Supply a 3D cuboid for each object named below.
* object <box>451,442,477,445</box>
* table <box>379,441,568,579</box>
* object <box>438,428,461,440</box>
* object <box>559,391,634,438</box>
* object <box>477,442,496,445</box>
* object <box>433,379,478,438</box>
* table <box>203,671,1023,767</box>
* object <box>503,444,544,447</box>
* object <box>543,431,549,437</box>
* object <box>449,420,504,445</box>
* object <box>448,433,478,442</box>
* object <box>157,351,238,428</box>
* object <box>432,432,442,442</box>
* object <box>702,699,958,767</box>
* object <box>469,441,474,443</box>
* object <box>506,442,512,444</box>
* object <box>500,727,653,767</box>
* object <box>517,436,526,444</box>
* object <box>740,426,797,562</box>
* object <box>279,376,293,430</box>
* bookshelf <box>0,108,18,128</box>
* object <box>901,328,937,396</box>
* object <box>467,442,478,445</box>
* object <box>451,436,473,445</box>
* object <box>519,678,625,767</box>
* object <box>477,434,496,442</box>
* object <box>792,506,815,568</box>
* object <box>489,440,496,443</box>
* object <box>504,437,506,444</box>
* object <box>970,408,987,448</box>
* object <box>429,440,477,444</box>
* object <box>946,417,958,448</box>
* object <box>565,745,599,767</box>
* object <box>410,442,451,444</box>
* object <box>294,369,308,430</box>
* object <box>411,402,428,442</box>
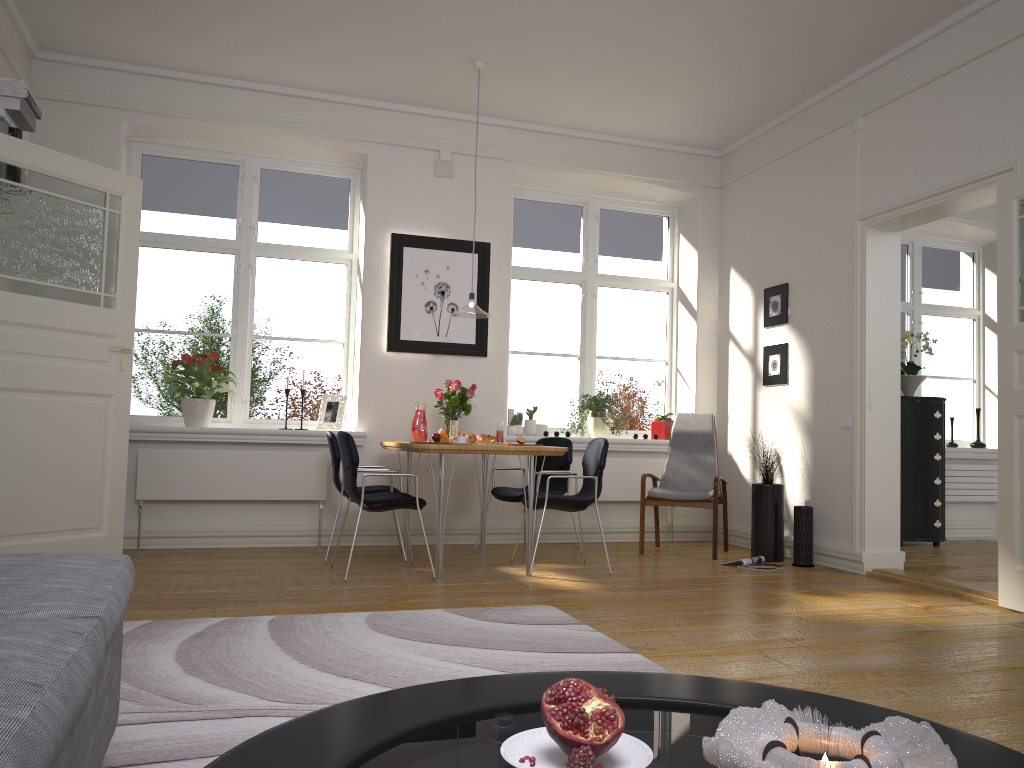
[{"bbox_3d":[-0.284,0.346,5.162,0.161,0.016,0.159,2,-4,-10],"label":"object"},{"bbox_3d":[-0.298,0.749,5.536,0.924,0.745,1.481,3,-4,-17],"label":"table"},{"bbox_3d":[-0.402,0.322,5.683,0.070,0.074,0.197,-1,-4,32],"label":"object"},{"bbox_3d":[0.672,0.236,7.018,0.485,0.385,0.552,-1,-4,33],"label":"object"},{"bbox_3d":[-0.149,0.361,5.366,0.161,0.016,0.158,2,-4,-15],"label":"object"},{"bbox_3d":[-0.373,0.180,6.028,0.332,0.447,0.271,3,-4,-26],"label":"object"},{"bbox_3d":[0.137,0.629,0.864,0.956,0.449,0.931,3,-4,-20],"label":"table"},{"bbox_3d":[0.058,0.367,5.329,0.203,0.010,0.257,3,-4,-18],"label":"object"},{"bbox_3d":[0.260,0.379,6.780,0.042,0.048,0.042,2,-4,-11],"label":"object"},{"bbox_3d":[-0.211,0.291,5.279,0.329,0.141,0.048,1,-4,9],"label":"object"},{"bbox_3d":[-0.278,0.321,5.164,0.163,0.068,0.151,0,-4,20],"label":"object"},{"bbox_3d":[-2.116,0.035,6.019,0.546,0.520,0.523,2,-4,-14],"label":"object"},{"bbox_3d":[-0.444,0.315,5.245,0.061,0.062,0.059,3,-4,-15],"label":"object"},{"bbox_3d":[0.329,0.391,0.928,0.254,0.062,0.252,2,-4,-10],"label":"object"},{"bbox_3d":[-0.237,0.335,5.006,0.039,0.020,0.058,3,-4,-21],"label":"object"},{"bbox_3d":[-0.022,0.372,5.532,0.039,0.020,0.058,4,-4,-36],"label":"object"},{"bbox_3d":[0.071,0.410,0.973,0.165,0.015,0.170,0,-4,27],"label":"object"},{"bbox_3d":[0.054,0.333,5.231,0.053,0.048,0.062,-1,-4,36],"label":"object"},{"bbox_3d":[1.757,0.748,6.125,0.418,0.924,0.361,0,-4,31],"label":"object"},{"bbox_3d":[-1.598,0.126,6.292,0.094,0.396,0.095,1,-4,5],"label":"object"},{"bbox_3d":[-2.708,-0.955,4.560,0.196,0.860,0.336,3,-4,-17],"label":"bookshelf"},{"bbox_3d":[3.318,-0.187,7.458,0.804,0.616,0.409,5,-5,-41],"label":"object"},{"bbox_3d":[-0.220,0.342,5.098,0.030,0.020,0.140,-1,-4,30],"label":"object"},{"bbox_3d":[-0.284,0.319,4.996,0.128,0.049,0.132,0,-4,30],"label":"object"},{"bbox_3d":[0.072,0.376,0.988,0.109,0.082,0.089,0,-4,17],"label":"object"},{"bbox_3d":[-0.155,0.333,5.384,0.123,0.059,0.165,-1,-5,40],"label":"object"},{"bbox_3d":[1.919,1.002,5.836,0.147,0.390,0.142,5,-5,-43],"label":"object"},{"bbox_3d":[-0.129,0.352,5.340,0.107,0.036,0.072,-1,-4,33],"label":"object"},{"bbox_3d":[-0.065,0.356,5.510,0.128,0.049,0.132,-1,-4,31],"label":"object"},{"bbox_3d":[4.404,0.419,8.367,0.142,0.378,0.146,0,-4,26],"label":"object"},{"bbox_3d":[-0.338,0.373,5.687,0.353,0.023,0.222,3,-4,-18],"label":"object"},{"bbox_3d":[4.068,0.448,8.188,0.109,0.280,0.105,4,-4,-32],"label":"object"},{"bbox_3d":[0.074,0.394,0.919,0.036,0.036,0.044,2,-4,-9],"label":"object"},{"bbox_3d":[-0.472,0.343,5.148,0.203,0.010,0.257,3,-4,-18],"label":"object"},{"bbox_3d":[-1.488,0.104,6.298,0.094,0.448,0.095,1,-4,5],"label":"object"},{"bbox_3d":[-0.616,0.259,5.930,0.093,0.267,0.118,0,-4,20],"label":"object"}]
